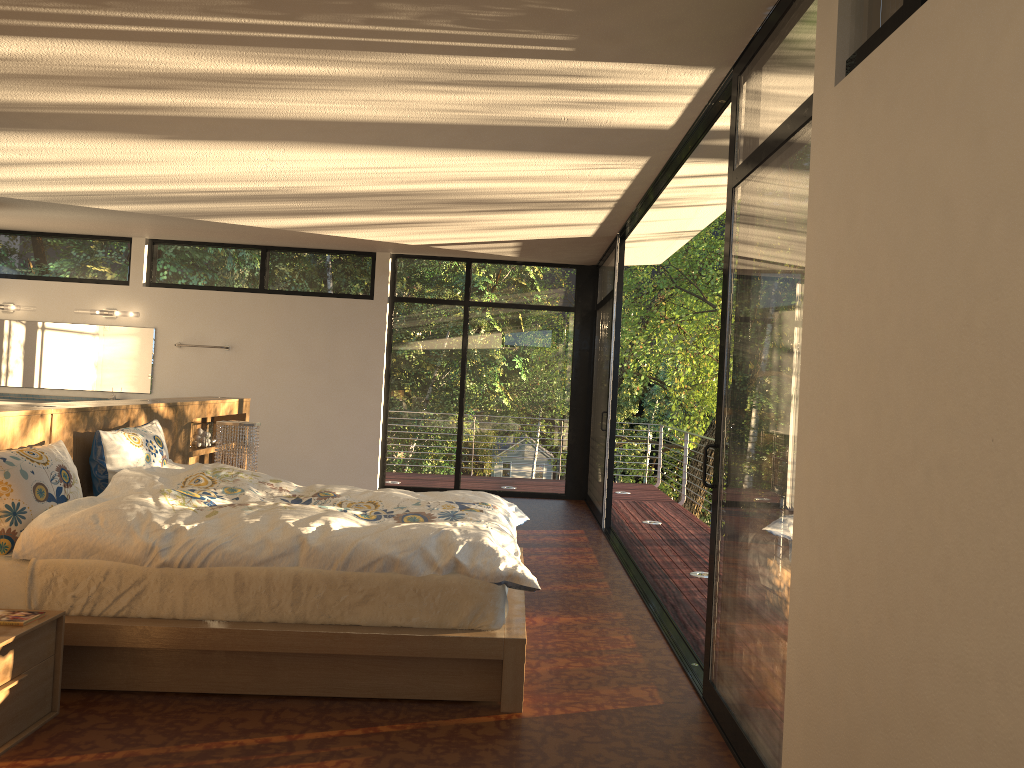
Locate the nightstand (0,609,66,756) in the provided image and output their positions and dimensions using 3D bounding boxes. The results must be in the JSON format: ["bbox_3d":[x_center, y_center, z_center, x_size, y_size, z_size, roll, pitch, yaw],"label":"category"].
[{"bbox_3d":[-1.756,0.926,2.578,0.479,0.347,0.773,3,0,-1],"label":"nightstand"}]

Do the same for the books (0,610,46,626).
[{"bbox_3d":[-1.634,0.753,2.847,0.189,0.012,0.133,3,0,-2],"label":"books"}]

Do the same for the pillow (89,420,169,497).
[{"bbox_3d":[-1.892,0.409,4.409,0.253,0.439,0.620,3,0,3],"label":"pillow"}]

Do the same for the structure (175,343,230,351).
[{"bbox_3d":[-3.151,-0.381,8.988,0.540,0.056,0.198,3,0,-3],"label":"structure"}]

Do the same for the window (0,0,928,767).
[{"bbox_3d":[-2.477,-0.197,4.124,6.865,2.514,10.280,3,0,-2],"label":"window"}]

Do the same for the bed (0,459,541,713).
[{"bbox_3d":[-0.969,0.785,4.059,2.160,0.712,1.823,3,0,-2],"label":"bed"}]

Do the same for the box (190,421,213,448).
[{"bbox_3d":[-2.123,0.346,6.027,0.116,0.171,0.124,3,-1,-2],"label":"box"}]

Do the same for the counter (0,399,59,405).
[{"bbox_3d":[-4.640,0.227,8.627,2.287,0.111,0.548,3,0,-3],"label":"counter"}]

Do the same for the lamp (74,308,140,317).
[{"bbox_3d":[-4.061,-0.712,8.896,0.622,0.070,0.117,3,0,-4],"label":"lamp"}]

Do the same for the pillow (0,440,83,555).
[{"bbox_3d":[-1.931,0.447,3.543,0.268,0.405,0.601,3,0,1],"label":"pillow"}]

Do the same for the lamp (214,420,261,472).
[{"bbox_3d":[-1.747,0.600,5.632,0.261,0.730,0.162,3,-1,-3],"label":"lamp"}]

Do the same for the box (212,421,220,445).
[{"bbox_3d":[-2.113,0.354,6.356,0.134,0.156,0.157,3,-1,-1],"label":"box"}]

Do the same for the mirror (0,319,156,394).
[{"bbox_3d":[-4.618,-0.285,8.939,1.967,0.678,0.100,3,-1,-4],"label":"mirror"}]

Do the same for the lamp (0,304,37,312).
[{"bbox_3d":[-5.067,-0.766,8.831,0.622,0.070,0.117,3,0,-4],"label":"lamp"}]

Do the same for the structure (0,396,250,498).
[{"bbox_3d":[-2.194,0.588,3.854,0.309,0.974,5.780,3,0,0],"label":"structure"}]
